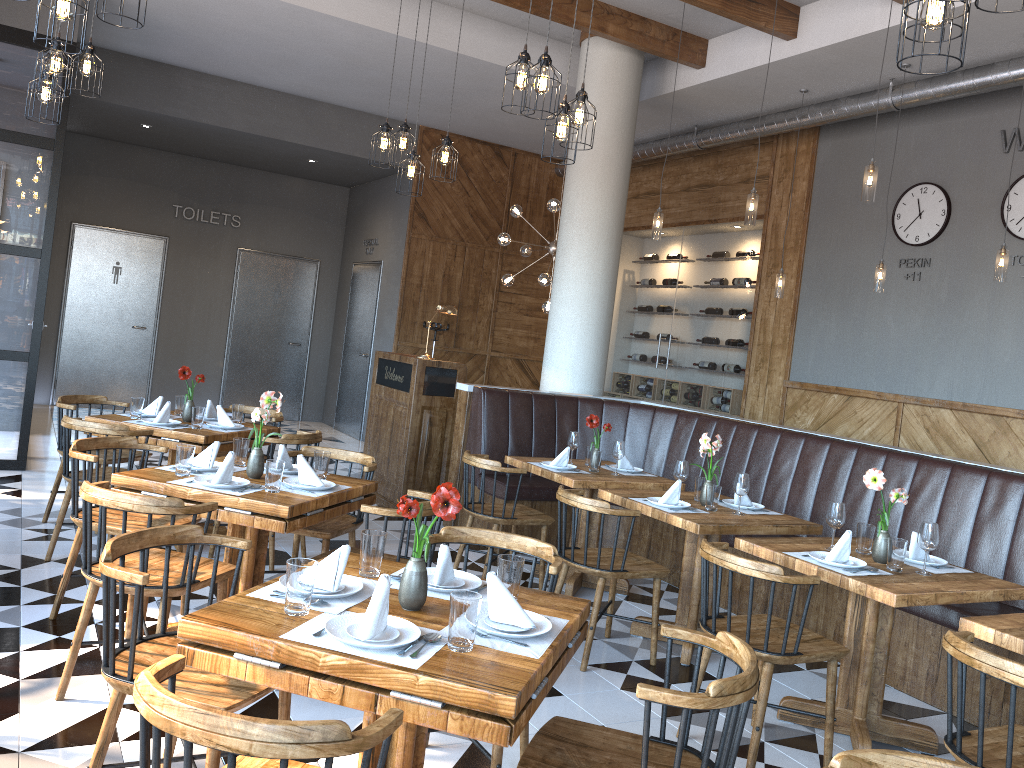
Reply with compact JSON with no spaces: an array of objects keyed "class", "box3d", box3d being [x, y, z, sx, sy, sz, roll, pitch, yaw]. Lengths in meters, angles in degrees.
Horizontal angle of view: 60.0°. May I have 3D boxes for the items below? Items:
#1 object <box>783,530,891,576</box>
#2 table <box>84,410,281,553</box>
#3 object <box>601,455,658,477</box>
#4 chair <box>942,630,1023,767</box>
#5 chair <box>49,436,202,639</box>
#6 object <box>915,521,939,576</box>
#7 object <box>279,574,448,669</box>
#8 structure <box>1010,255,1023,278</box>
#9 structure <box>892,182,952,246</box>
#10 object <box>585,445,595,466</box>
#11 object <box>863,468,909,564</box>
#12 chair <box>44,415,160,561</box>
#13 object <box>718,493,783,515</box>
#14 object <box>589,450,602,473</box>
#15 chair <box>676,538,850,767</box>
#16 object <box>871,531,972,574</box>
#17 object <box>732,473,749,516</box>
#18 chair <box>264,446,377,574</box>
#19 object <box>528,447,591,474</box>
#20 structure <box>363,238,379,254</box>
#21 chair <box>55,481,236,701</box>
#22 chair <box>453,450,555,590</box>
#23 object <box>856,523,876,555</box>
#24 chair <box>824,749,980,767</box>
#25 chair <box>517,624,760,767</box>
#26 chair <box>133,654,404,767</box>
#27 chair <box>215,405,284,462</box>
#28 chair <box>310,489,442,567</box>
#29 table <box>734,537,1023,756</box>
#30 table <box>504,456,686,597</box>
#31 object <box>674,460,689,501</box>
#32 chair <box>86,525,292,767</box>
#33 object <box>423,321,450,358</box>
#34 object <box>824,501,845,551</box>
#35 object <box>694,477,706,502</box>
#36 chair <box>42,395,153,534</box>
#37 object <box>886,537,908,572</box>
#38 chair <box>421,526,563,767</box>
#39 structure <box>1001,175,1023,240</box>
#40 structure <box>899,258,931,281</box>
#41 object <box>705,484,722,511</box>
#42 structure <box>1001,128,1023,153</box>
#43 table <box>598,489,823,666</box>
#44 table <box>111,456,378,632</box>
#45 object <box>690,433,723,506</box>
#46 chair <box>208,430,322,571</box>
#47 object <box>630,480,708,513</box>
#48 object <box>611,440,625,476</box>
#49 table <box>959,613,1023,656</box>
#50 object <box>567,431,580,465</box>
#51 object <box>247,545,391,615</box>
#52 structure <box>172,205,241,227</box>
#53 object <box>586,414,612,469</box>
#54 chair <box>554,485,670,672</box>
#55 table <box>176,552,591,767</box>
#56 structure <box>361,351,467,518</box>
[{"class":"object","box3d":[1.366,0.682,3.708,0.271,0.137,0.353,6,3,-29]},{"class":"table","box3d":[-2.125,0.622,5.687,0.865,0.764,0.863,7,2,16]},{"class":"object","box3d":[0.764,0.509,5.885,0.271,0.137,0.353,6,3,-29]},{"class":"chair","box3d":[1.523,1.179,2.572,0.548,0.817,0.521,6,1,-29]},{"class":"chair","box3d":[-1.831,0.698,4.212,0.550,0.817,0.519,7,1,16]},{"class":"object","box3d":[1.734,0.687,3.704,0.081,0.215,0.081,7,1,24]},{"class":"object","box3d":[-0.335,0.546,2.158,0.352,0.137,0.271,8,2,16]},{"class":"structure","box3d":[4.041,-0.903,6.883,0.021,0.199,0.370,7,2,-29]},{"class":"structure","box3d":[3.590,-1.489,7.780,0.046,0.560,0.562,7,1,-29]},{"class":"object","box3d":[0.524,0.481,5.914,0.080,0.132,0.080,6,1,-29]},{"class":"object","box3d":[1.608,0.572,3.856,0.206,0.400,0.146,7,1,-27]},{"class":"chair","box3d":[-2.303,0.602,5.068,0.520,0.817,0.549,7,1,16]},{"class":"object","box3d":[1.293,0.617,4.925,0.271,0.137,0.353,6,3,-29]},{"class":"object","box3d":[0.528,0.494,5.647,0.080,0.132,0.080,6,1,-44]},{"class":"chair","box3d":[0.993,1.071,3.536,0.548,0.817,0.521,6,1,-29]},{"class":"object","box3d":[1.826,0.726,3.956,0.271,0.137,0.353,6,3,-29]},{"class":"object","box3d":[1.204,0.579,4.667,0.081,0.215,0.081,7,0,2]},{"class":"chair","box3d":[-1.039,0.774,4.655,0.520,0.817,0.549,7,1,16]},{"class":"object","box3d":[0.303,0.465,5.638,0.271,0.137,0.353,6,3,-29]},{"class":"structure","box3d":[-1.936,-1.886,12.134,0.025,0.197,0.567,7,2,-29]},{"class":"chair","box3d":[-1.392,0.788,3.415,0.520,0.817,0.549,7,1,16]},{"class":"chair","box3d":[-0.069,0.855,5.463,0.548,0.817,0.521,6,1,-29]},{"class":"object","box3d":[1.586,0.698,3.986,0.080,0.132,0.080,6,1,-29]},{"class":"chair","box3d":[0.723,1.133,1.455,0.520,0.817,0.549,7,1,16]},{"class":"chair","box3d":[0.295,1.046,2.231,0.550,0.817,0.519,7,1,16]},{"class":"chair","box3d":[-0.497,0.970,1.789,0.520,0.817,0.549,7,1,16]},{"class":"chair","box3d":[-1.968,0.585,6.323,0.520,0.817,0.549,7,1,16]},{"class":"chair","box3d":[-0.601,0.863,3.857,0.550,0.817,0.519,7,1,16]},{"class":"table","box3d":[1.536,1.149,3.848,0.848,0.764,0.852,6,2,-29]},{"class":"table","box3d":[0.480,0.934,5.766,0.848,0.764,0.852,6,2,-29]},{"class":"object","box3d":[0.936,0.534,4.927,0.081,0.215,0.081,7,1,-38]},{"class":"chair","box3d":[-0.935,0.881,2.586,0.550,0.817,0.519,7,1,16]},{"class":"object","box3d":[-1.028,0.065,10.940,0.374,1.658,0.375,7,0,-7]},{"class":"object","box3d":[1.453,0.640,3.989,0.081,0.215,0.081,7,1,24]},{"class":"object","box3d":[1.056,0.590,4.949,0.080,0.132,0.080,6,1,-29]},{"class":"chair","box3d":[-2.742,0.513,5.866,0.550,0.817,0.519,7,1,16]},{"class":"object","box3d":[1.603,0.713,3.696,0.080,0.132,0.080,7,1,-24]},{"class":"chair","box3d":[-0.144,0.957,3.028,0.520,0.817,0.549,7,1,16]},{"class":"structure","box3d":[4.082,-1.389,6.887,0.046,0.560,0.562,7,1,-29]},{"class":"structure","box3d":[3.537,-1.006,7.798,0.021,0.197,0.306,7,2,-29]},{"class":"object","box3d":[1.060,0.603,4.682,0.080,0.132,0.080,6,1,-44]},{"class":"structure","box3d":[4.631,-1.834,6.020,0.033,0.199,2.736,7,2,-29]},{"class":"table","box3d":[1.011,1.042,4.801,0.848,0.764,0.852,6,2,-29]},{"class":"table","box3d":[-1.220,0.807,4.044,0.865,0.764,0.863,7,2,16]},{"class":"object","box3d":[1.055,0.462,4.803,0.146,0.400,0.207,7,1,-22]},{"class":"chair","box3d":[-1.511,0.678,5.511,0.550,0.817,0.519,7,1,16]},{"class":"object","box3d":[0.832,0.573,4.678,0.271,0.137,0.353,6,3,-29]},{"class":"object","box3d":[0.672,0.470,5.632,0.081,0.215,0.081,7,0,2]},{"class":"table","box3d":[2.067,1.258,2.883,0.848,0.764,0.852,6,2,-29]},{"class":"object","box3d":[0.404,0.426,5.892,0.081,0.215,0.081,7,1,-38]},{"class":"object","box3d":[-0.523,0.509,2.486,0.273,0.137,0.352,8,2,16]},{"class":"structure","box3d":[-4.224,-2.318,12.260,0.914,0.166,0.035,6,1,-29]},{"class":"object","box3d":[0.539,0.377,5.774,0.156,0.355,0.171,6,1,-36]},{"class":"chair","box3d":[0.462,0.963,4.499,0.548,0.817,0.521,6,1,-29]},{"class":"table","box3d":[-0.324,0.989,2.418,0.865,0.764,0.863,7,2,16]},{"class":"structure","box3d":[-0.827,0.413,7.809,0.644,1.300,1.048,7,1,-29]}]
